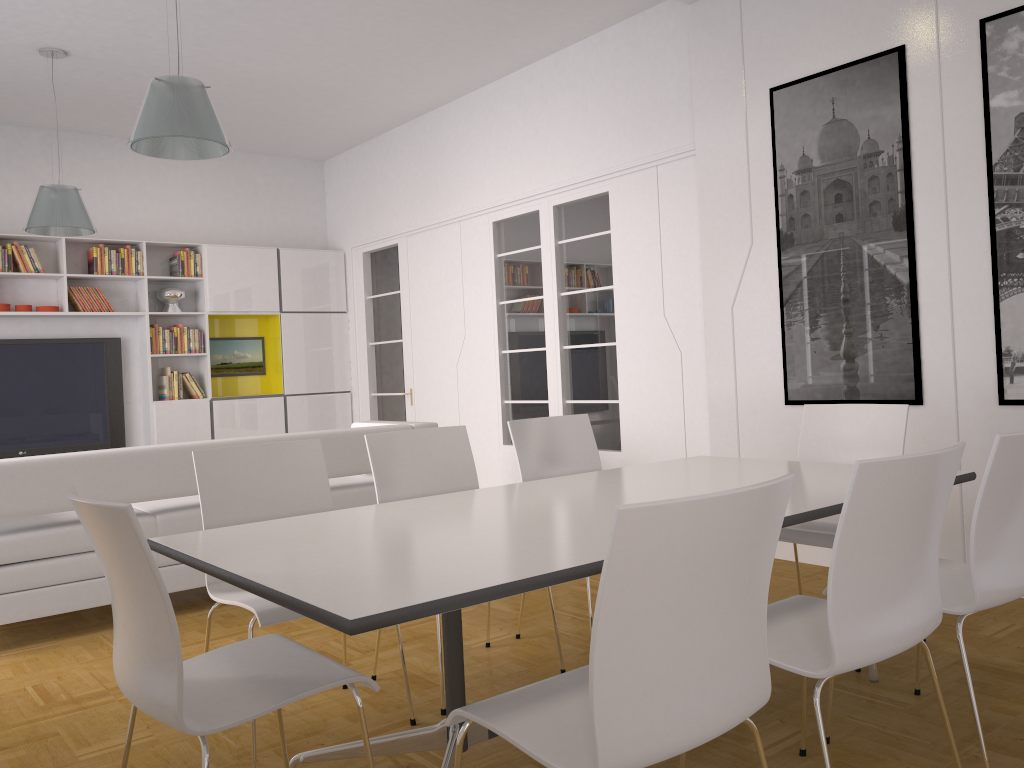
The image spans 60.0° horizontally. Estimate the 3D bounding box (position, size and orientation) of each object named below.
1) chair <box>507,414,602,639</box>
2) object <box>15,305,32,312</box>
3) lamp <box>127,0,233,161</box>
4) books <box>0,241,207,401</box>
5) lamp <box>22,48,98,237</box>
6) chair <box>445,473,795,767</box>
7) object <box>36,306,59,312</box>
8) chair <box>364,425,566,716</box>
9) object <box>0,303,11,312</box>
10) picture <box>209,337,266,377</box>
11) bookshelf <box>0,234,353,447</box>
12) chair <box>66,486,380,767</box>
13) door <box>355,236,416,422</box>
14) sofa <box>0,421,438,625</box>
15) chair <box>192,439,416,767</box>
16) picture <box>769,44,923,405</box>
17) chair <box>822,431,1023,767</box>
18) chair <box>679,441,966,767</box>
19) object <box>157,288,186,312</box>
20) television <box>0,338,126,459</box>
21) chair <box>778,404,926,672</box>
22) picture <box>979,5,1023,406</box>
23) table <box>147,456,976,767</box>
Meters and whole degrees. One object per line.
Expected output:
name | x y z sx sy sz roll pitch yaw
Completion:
chair | 0.337 0.611 3.810 0.561 0.931 0.575 -3 0 -38
object | -4.172 -0.635 7.574 0.129 0.073 0.129 -3 1 -42
lamp | -1.576 -1.721 4.143 0.465 1.250 0.464 -3 0 -39
books | -4.496 -0.493 7.304 3.864 1.455 0.235 -3 0 -38
lamp | -3.152 -1.678 6.136 0.465 1.250 0.464 -3 0 -39
chair | 0.226 0.650 1.735 0.561 0.931 0.575 -3 0 -38
object | -4.019 -0.641 7.672 0.182 0.054 0.183 -4 1 -42
chair | -0.212 0.645 3.375 0.561 0.931 0.575 -3 0 -38
object | -4.332 -0.632 7.448 0.211 0.073 0.211 -2 1 26
picture | -2.756 -0.271 8.844 0.609 0.388 0.007 -3 0 -38
bookshelf | -3.911 -0.028 7.790 5.367 2.480 0.389 -3 0 -38
chair | -0.673 0.689 2.037 0.575 0.931 0.560 -3 0 -38
door | -1.229 -0.160 8.744 0.139 2.454 1.008 -3 0 -38
sofa | -1.703 0.719 4.919 2.624 0.849 0.822 -3 1 -38
chair | -0.729 0.676 2.965 0.561 0.931 0.575 -3 0 -38
picture | 1.730 -0.777 4.667 0.013 1.780 0.786 -3 0 -38
chair | 1.292 0.585 2.581 0.561 0.931 0.575 -3 0 -38
chair | 0.775 0.617 2.171 0.561 0.931 0.575 -3 0 -38
object | -3.200 -0.779 8.343 0.256 0.239 0.257 -3 0 -31
television | -4.222 0.158 7.619 1.661 1.088 0.082 -3 0 -38
chair | 1.274 0.563 3.582 0.575 0.931 0.560 -3 0 -38
picture | 2.437 -0.796 3.771 0.016 1.780 0.786 -3 0 -38
table | 0.299 0.730 2.782 2.412 0.722 1.210 -3 1 -38
